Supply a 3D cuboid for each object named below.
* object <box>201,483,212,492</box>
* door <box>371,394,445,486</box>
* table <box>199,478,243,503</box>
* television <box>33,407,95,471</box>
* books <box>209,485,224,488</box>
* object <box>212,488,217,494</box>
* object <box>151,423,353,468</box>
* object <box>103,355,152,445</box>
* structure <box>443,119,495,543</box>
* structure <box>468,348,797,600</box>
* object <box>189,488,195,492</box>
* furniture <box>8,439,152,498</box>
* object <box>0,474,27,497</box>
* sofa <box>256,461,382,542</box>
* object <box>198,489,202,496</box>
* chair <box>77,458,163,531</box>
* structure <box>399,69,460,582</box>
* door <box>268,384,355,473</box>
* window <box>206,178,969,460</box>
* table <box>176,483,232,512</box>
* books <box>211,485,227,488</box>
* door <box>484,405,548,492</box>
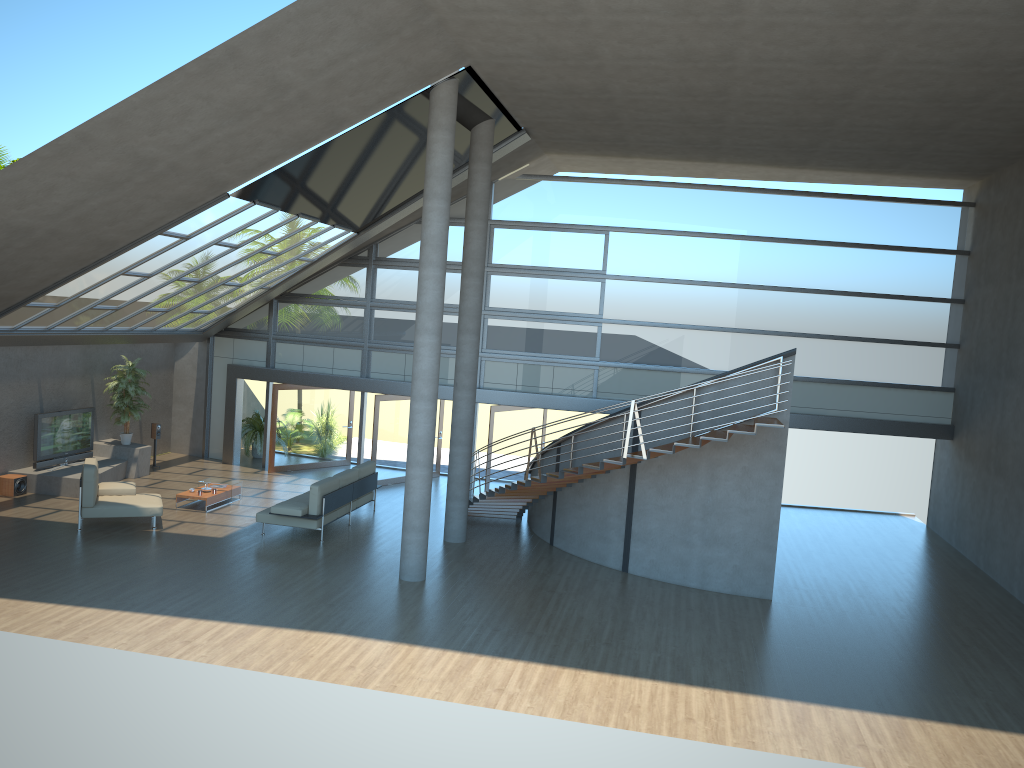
[{"bbox_3d":[-5.530,1.872,16.051,0.178,0.161,0.178,1,5,-38],"label":"object"},{"bbox_3d":[-2.276,1.186,19.568,0.200,1.977,2.298,7,5,34],"label":"door"},{"bbox_3d":[-5.459,1.988,16.613,0.680,0.342,0.400,5,4,11],"label":"table"},{"bbox_3d":[-8.559,1.034,16.981,0.396,1.063,1.568,5,4,11],"label":"television"},{"bbox_3d":[-5.505,1.916,16.541,0.275,0.005,0.189,3,4,-9],"label":"books"},{"bbox_3d":[-5.347,1.923,15.951,0.070,0.101,0.085,8,5,39],"label":"object"},{"bbox_3d":[-9.816,1.344,17.140,7.863,0.982,21.345,5,4,14],"label":"object"},{"bbox_3d":[-7.928,0.325,18.273,0.932,1.857,0.895,2,5,-30],"label":"object"},{"bbox_3d":[-0.707,-0.924,14.634,0.381,7.125,0.382,1,5,-35],"label":"structure"},{"bbox_3d":[1.243,1.018,13.988,2.349,3.653,6.809,0,6,-41],"label":"structure"},{"bbox_3d":[-5.755,1.901,15.958,0.102,0.086,0.100,5,4,15],"label":"object"},{"bbox_3d":[-8.107,1.619,17.397,1.577,0.610,2.936,5,4,11],"label":"furniture"},{"bbox_3d":[-8.959,1.806,15.854,0.425,0.323,0.362,5,4,11],"label":"object"},{"bbox_3d":[-3.320,1.950,15.493,1.166,0.947,3.079,5,4,11],"label":"sofa"},{"bbox_3d":[-5.542,1.925,15.736,0.085,0.101,0.070,5,4,10],"label":"object"},{"bbox_3d":[-6.355,1.758,14.441,1.244,1.023,1.217,2,5,-23],"label":"chair"},{"bbox_3d":[-1.161,-0.789,12.357,0.381,7.125,0.382,5,4,11],"label":"structure"},{"bbox_3d":[-4.551,0.966,20.316,0.200,1.977,2.298,8,5,40],"label":"door"},{"bbox_3d":[1.100,-0.845,18.760,16.616,6.630,1.098,5,4,9],"label":"window"},{"bbox_3d":[-5.541,2.065,16.225,0.600,0.250,1.200,5,4,11],"label":"table"},{"bbox_3d":[-5.478,1.911,16.588,0.275,0.005,0.189,4,4,-6],"label":"books"},{"bbox_3d":[0.114,1.397,19.048,0.200,1.977,2.298,7,5,32],"label":"door"}]
